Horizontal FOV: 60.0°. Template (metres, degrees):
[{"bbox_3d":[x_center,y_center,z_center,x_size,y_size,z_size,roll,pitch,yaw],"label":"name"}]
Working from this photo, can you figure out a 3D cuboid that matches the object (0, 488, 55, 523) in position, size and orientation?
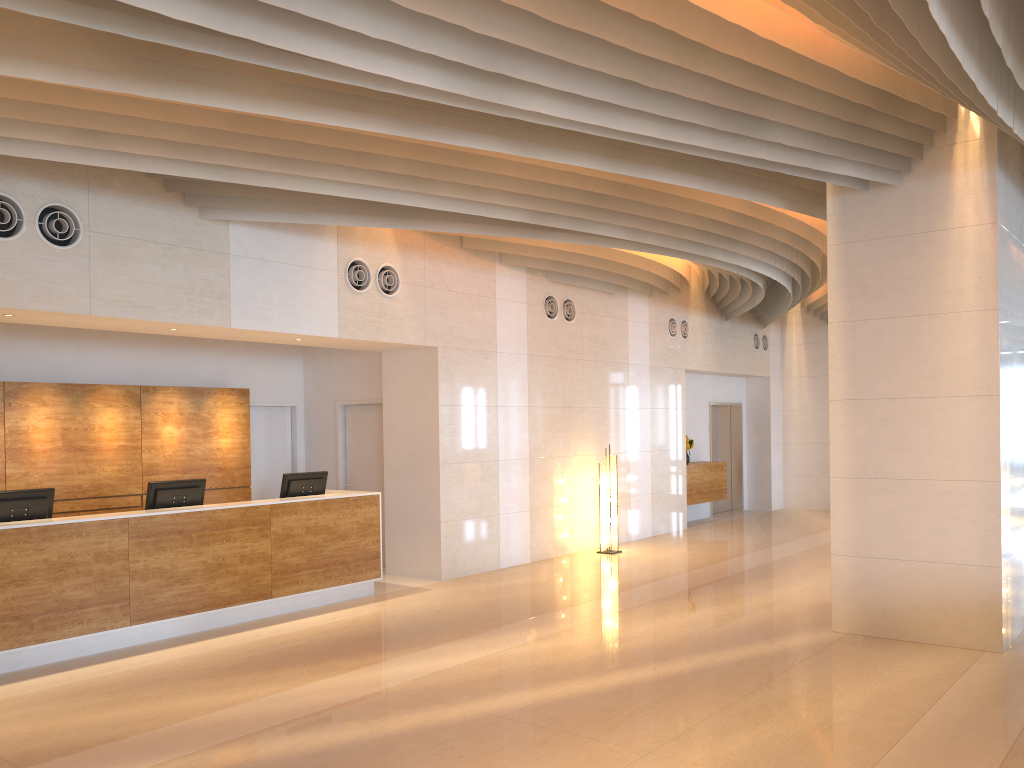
[{"bbox_3d":[-3.726,1.017,6.695,0.348,0.435,0.545,-1,-2,38],"label":"object"}]

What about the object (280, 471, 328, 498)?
[{"bbox_3d":[-2.045,1.096,8.827,0.348,0.435,0.545,-1,-2,38],"label":"object"}]

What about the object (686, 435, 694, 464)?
[{"bbox_3d":[2.923,1.093,14.855,0.262,0.497,0.239,-1,0,25],"label":"object"}]

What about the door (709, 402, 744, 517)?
[{"bbox_3d":[3.984,1.410,16.864,0.242,2.101,1.428,0,0,38],"label":"door"}]

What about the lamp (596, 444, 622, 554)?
[{"bbox_3d":[1.290,1.531,11.855,0.246,1.451,0.254,-1,1,38],"label":"lamp"}]

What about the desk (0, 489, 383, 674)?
[{"bbox_3d":[-3.787,1.558,6.744,0.883,1.049,6.781,-2,-3,38],"label":"desk"}]

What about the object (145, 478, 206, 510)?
[{"bbox_3d":[-2.907,1.055,7.733,0.348,0.435,0.545,-1,-2,38],"label":"object"}]

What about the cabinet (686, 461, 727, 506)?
[{"bbox_3d":[3.100,1.687,15.209,0.550,0.662,1.535,-2,-2,38],"label":"cabinet"}]
